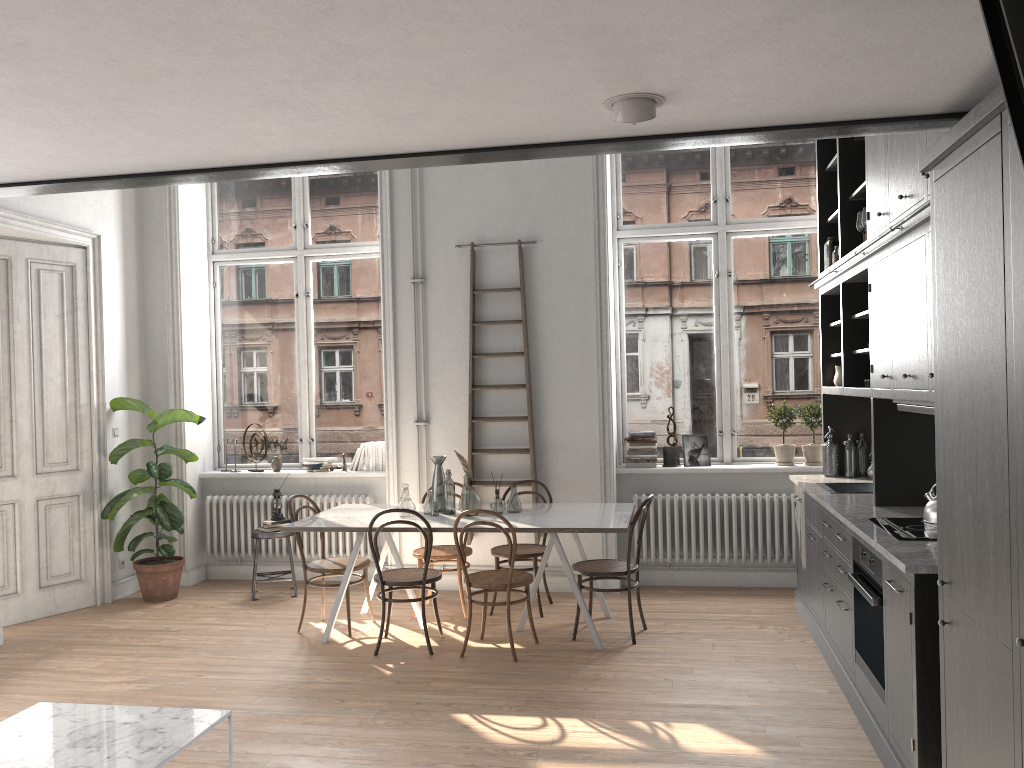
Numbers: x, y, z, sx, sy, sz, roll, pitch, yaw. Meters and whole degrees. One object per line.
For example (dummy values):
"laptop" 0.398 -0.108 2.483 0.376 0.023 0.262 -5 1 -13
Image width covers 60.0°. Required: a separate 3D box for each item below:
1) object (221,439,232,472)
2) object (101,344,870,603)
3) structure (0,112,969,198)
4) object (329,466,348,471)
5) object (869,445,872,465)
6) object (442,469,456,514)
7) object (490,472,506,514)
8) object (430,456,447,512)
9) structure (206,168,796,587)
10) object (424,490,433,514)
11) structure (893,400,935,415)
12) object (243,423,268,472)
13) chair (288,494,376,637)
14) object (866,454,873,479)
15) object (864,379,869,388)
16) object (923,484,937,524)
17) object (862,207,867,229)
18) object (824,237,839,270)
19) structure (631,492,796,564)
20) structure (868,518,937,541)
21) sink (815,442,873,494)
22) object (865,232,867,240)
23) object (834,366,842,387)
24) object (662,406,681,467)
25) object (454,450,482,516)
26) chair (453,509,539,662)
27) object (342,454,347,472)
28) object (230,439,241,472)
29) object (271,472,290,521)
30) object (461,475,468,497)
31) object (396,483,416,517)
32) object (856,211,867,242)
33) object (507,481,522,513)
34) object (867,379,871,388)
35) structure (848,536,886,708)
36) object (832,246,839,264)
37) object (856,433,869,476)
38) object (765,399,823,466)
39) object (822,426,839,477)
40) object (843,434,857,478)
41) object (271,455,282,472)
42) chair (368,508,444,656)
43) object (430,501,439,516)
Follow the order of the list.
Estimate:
"object" -2.554 0.637 7.923 0.095 0.289 0.095 -1 0 42
"object" -0.408 0.745 6.454 5.827 1.842 0.792 -1 0 15
"structure" -1.332 -1.374 1.299 5.927 1.213 4.157 -1 0 10
"object" -1.517 0.729 7.717 0.153 0.048 0.088 -1 0 -40
"object" 2.493 0.490 6.082 0.086 0.301 0.086 -2 0 -34
"object" -0.432 0.735 6.068 0.086 0.301 0.086 -1 0 -4
"object" -0.099 0.736 5.998 0.107 0.283 0.106 -1 0 5
"object" -0.510 0.697 6.195 0.116 0.383 0.116 -1 0 21
"structure" -0.171 -0.574 7.222 5.182 4.474 0.340 -1 0 10
"object" -0.568 0.811 6.092 0.083 0.158 0.083 -1 0 6
"structure" 2.003 0.065 3.968 0.379 0.123 0.843 -1 0 10
"object" -2.261 0.561 7.831 0.347 0.425 0.087 -1 0 43
"chair" -1.254 1.228 6.153 0.549 0.920 0.438 -1 0 18
"object" 2.452 0.530 5.961 0.132 0.219 0.120 -1 0 10
"object" 2.110 -0.010 5.189 0.088 0.059 0.104 -1 0 -1
"object" 2.012 0.550 4.139 0.171 0.186 0.171 -1 0 21
"object" 2.028 -0.890 5.027 0.083 0.221 0.083 -2 0 -33
"object" 2.246 -0.901 6.176 0.118 0.238 0.118 -1 0 -4
"structure" 1.702 1.132 6.981 1.577 0.552 0.194 -1 0 10
"structure" 1.889 0.651 3.989 0.427 0.011 0.592 -1 0 10
"sink" 2.192 0.613 5.510 0.514 0.505 0.526 -1 0 10
"object" 2.158 -0.862 5.382 0.123 0.161 0.123 -1 0 19
"object" 2.300 -0.055 6.159 0.127 0.144 0.115 -2 0 -11
"object" 1.293 0.427 7.211 0.122 0.488 0.102 -1 0 35
"object" -0.281 0.659 5.950 0.157 0.446 0.157 -1 0 28
"chair" -0.104 1.198 5.494 0.438 0.920 0.549 -1 0 21
"object" -1.444 0.676 7.646 0.048 0.153 0.088 -2 0 -20
"object" -2.449 0.634 7.845 0.095 0.289 0.095 -1 0 33
"object" -1.897 0.917 7.256 0.163 0.383 0.154 -2 0 -16
"object" -0.307 0.756 6.119 0.098 0.255 0.100 -2 0 -13
"object" -0.717 0.784 5.989 0.132 0.219 0.132 -1 0 0
"object" 2.049 -0.890 5.157 0.083 0.221 0.083 -1 0 42
"object" 0.014 0.769 6.055 0.101 0.212 0.101 -2 0 -40
"object" 2.083 -0.009 5.080 0.088 0.059 0.104 -1 0 -11
"structure" 1.892 1.046 3.992 0.618 0.623 0.622 -1 0 10
"object" 2.241 -0.860 6.032 0.114 0.155 0.114 -1 0 14
"object" 2.449 0.491 6.198 0.086 0.301 0.086 -1 0 25
"object" 2.262 0.384 7.039 0.500 0.524 0.234 -1 0 -1
"object" 2.235 0.471 6.222 0.109 0.349 0.109 -2 0 -9
"object" 2.341 0.494 6.137 0.086 0.301 0.086 -1 0 -4
"object" -2.068 0.697 7.794 0.100 0.142 0.102 -2 0 -15
"chair" -0.673 1.213 5.633 0.438 0.920 0.549 -1 0 6
"object" -0.524 0.841 5.988 0.058 0.094 0.058 -1 0 38
